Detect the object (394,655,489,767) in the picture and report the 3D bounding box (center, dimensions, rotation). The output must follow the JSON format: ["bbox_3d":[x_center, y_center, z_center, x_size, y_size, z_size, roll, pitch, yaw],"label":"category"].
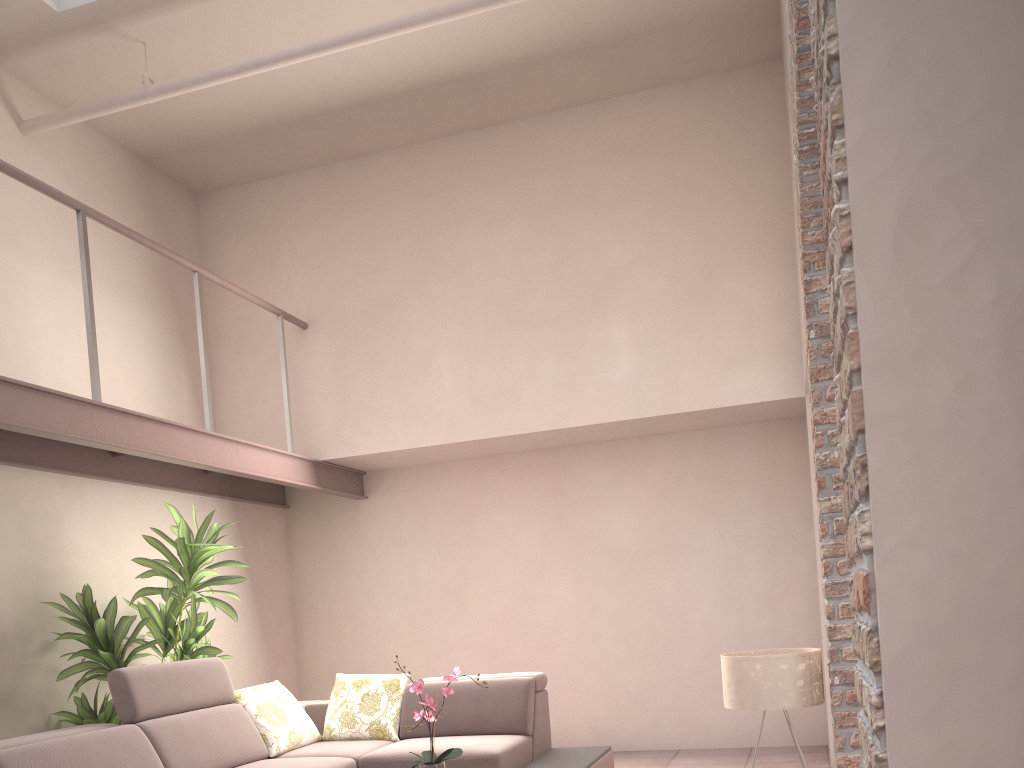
[{"bbox_3d":[-0.292,1.352,3.585,0.370,0.591,0.301,-5,-2,11],"label":"object"}]

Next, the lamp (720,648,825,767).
[{"bbox_3d":[1.053,1.478,3.587,0.411,0.841,0.390,-5,-2,17],"label":"lamp"}]

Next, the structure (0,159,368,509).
[{"bbox_3d":[-1.086,0.382,3.321,3.785,3.153,7.362,-7,-12,16],"label":"structure"}]

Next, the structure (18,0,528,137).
[{"bbox_3d":[-0.813,-1.833,4.528,4.136,0.328,0.109,-8,-2,16],"label":"structure"}]

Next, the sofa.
[{"bbox_3d":[-0.915,1.719,4.183,2.163,0.927,3.229,-8,-13,16],"label":"sofa"}]
